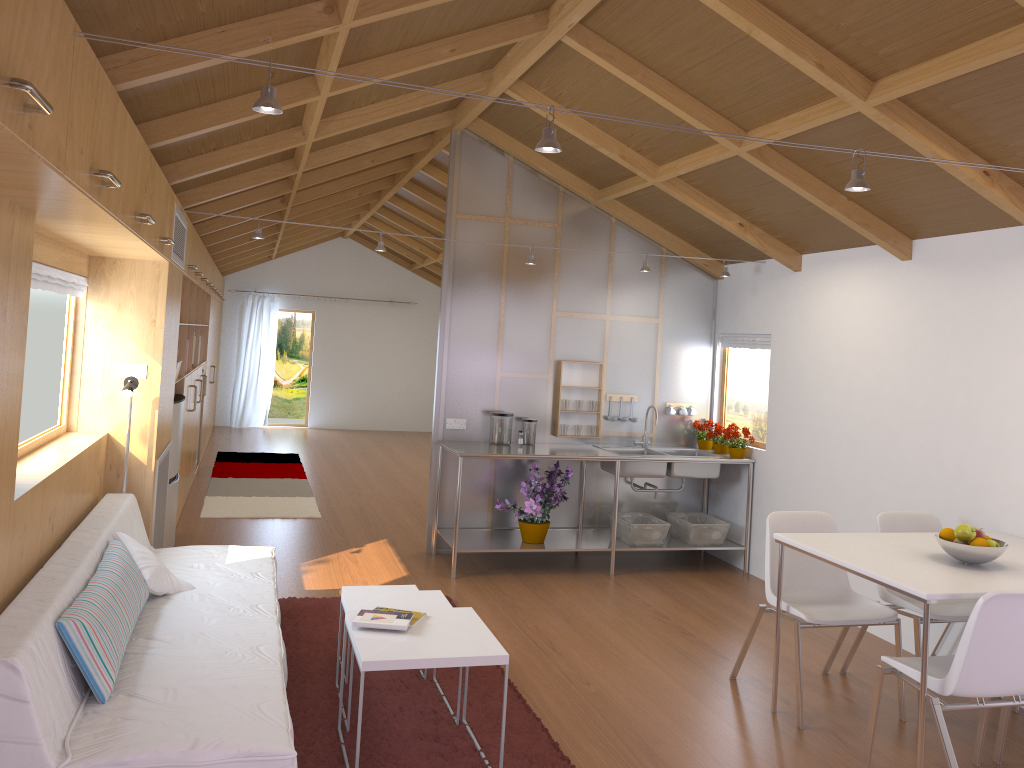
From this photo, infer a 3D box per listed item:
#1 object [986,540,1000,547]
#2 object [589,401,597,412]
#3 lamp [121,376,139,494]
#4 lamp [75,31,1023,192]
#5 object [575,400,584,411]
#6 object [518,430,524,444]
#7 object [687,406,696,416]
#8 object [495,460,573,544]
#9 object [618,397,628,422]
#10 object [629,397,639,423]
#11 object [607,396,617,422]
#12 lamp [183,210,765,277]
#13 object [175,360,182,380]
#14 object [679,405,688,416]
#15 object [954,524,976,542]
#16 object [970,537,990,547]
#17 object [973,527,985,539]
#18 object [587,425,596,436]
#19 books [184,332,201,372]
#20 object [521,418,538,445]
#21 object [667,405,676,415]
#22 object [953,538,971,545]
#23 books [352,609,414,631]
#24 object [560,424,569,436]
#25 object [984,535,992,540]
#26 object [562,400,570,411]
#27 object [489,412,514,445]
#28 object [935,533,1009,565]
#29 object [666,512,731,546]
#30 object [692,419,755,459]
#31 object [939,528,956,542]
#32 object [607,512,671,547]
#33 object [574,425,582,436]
[{"bbox_3d":[1.824,0.630,3.374,0.070,0.069,0.077,3,1,-16],"label":"object"},{"bbox_3d":[0.584,0.162,6.404,0.061,0.077,0.061,3,0,-42],"label":"object"},{"bbox_3d":[-1.934,0.560,4.431,0.182,1.200,0.255,5,-2,-41],"label":"lamp"},{"bbox_3d":[0.831,-0.661,2.563,3.823,0.153,0.072,3,-1,-16],"label":"lamp"},{"bbox_3d":[0.484,0.157,6.375,0.061,0.077,0.061,3,0,-42],"label":"object"},{"bbox_3d":[0.060,0.368,6.092,0.037,0.093,0.037,3,-1,-1],"label":"object"},{"bbox_3d":[1.356,0.203,6.652,0.059,0.080,0.062,3,0,-16],"label":"object"},{"bbox_3d":[0.174,0.776,5.872,0.524,0.554,0.352,3,0,-25],"label":"object"},{"bbox_3d":[0.818,0.188,6.471,0.075,0.183,0.074,3,-1,15],"label":"object"},{"bbox_3d":[0.900,0.192,6.495,0.075,0.183,0.074,3,-1,15],"label":"object"},{"bbox_3d":[0.736,0.184,6.447,0.075,0.183,0.074,3,-1,15],"label":"object"},{"bbox_3d":[-0.071,-0.856,5.625,3.823,0.153,0.072,3,-1,-16],"label":"lamp"},{"bbox_3d":[-2.318,-0.094,5.884,0.203,0.123,0.350,3,2,-17],"label":"object"},{"bbox_3d":[1.282,0.201,6.624,0.059,0.081,0.062,3,0,-9],"label":"object"},{"bbox_3d":[1.728,0.568,3.371,0.070,0.069,0.077,3,1,-16],"label":"object"},{"bbox_3d":[1.767,0.615,3.341,0.067,0.068,0.068,3,1,-41],"label":"object"},{"bbox_3d":[1.790,0.585,3.412,0.063,0.067,0.061,3,0,22],"label":"object"},{"bbox_3d":[0.573,0.339,6.399,0.061,0.077,0.061,3,0,-42],"label":"object"},{"bbox_3d":[-2.866,-0.484,7.788,0.188,0.659,3.112,4,2,-17],"label":"books"},{"bbox_3d":[0.118,0.336,6.210,0.113,0.177,0.113,3,-1,4],"label":"object"},{"bbox_3d":[1.191,0.195,6.603,0.059,0.080,0.062,3,0,-16],"label":"object"},{"bbox_3d":[1.732,0.629,3.402,0.078,0.089,0.080,3,0,33],"label":"object"},{"bbox_3d":[-0.459,0.841,3.156,0.193,0.016,0.152,4,3,3],"label":"books"},{"bbox_3d":[0.375,0.330,6.340,0.061,0.077,0.061,3,0,-4],"label":"object"},{"bbox_3d":[1.837,0.621,3.442,0.068,0.066,0.067,4,0,28],"label":"object"},{"bbox_3d":[0.385,0.153,6.346,0.061,0.077,0.061,3,0,-4],"label":"object"},{"bbox_3d":[-0.076,0.307,6.133,0.172,0.216,0.172,3,0,-3],"label":"object"},{"bbox_3d":[1.767,0.645,3.407,0.255,0.091,0.254,4,2,26],"label":"object"},{"bbox_3d":[1.305,1.026,6.247,0.298,0.159,0.415,3,2,-16],"label":"object"},{"bbox_3d":[1.508,0.388,6.370,0.233,0.235,0.689,3,2,-16],"label":"object"},{"bbox_3d":[1.711,0.598,3.466,0.067,0.068,0.068,3,1,-41],"label":"object"},{"bbox_3d":[0.870,1.006,6.119,0.298,0.159,0.415,3,2,-16],"label":"object"},{"bbox_3d":[0.474,0.334,6.369,0.061,0.077,0.061,3,0,-42],"label":"object"}]
